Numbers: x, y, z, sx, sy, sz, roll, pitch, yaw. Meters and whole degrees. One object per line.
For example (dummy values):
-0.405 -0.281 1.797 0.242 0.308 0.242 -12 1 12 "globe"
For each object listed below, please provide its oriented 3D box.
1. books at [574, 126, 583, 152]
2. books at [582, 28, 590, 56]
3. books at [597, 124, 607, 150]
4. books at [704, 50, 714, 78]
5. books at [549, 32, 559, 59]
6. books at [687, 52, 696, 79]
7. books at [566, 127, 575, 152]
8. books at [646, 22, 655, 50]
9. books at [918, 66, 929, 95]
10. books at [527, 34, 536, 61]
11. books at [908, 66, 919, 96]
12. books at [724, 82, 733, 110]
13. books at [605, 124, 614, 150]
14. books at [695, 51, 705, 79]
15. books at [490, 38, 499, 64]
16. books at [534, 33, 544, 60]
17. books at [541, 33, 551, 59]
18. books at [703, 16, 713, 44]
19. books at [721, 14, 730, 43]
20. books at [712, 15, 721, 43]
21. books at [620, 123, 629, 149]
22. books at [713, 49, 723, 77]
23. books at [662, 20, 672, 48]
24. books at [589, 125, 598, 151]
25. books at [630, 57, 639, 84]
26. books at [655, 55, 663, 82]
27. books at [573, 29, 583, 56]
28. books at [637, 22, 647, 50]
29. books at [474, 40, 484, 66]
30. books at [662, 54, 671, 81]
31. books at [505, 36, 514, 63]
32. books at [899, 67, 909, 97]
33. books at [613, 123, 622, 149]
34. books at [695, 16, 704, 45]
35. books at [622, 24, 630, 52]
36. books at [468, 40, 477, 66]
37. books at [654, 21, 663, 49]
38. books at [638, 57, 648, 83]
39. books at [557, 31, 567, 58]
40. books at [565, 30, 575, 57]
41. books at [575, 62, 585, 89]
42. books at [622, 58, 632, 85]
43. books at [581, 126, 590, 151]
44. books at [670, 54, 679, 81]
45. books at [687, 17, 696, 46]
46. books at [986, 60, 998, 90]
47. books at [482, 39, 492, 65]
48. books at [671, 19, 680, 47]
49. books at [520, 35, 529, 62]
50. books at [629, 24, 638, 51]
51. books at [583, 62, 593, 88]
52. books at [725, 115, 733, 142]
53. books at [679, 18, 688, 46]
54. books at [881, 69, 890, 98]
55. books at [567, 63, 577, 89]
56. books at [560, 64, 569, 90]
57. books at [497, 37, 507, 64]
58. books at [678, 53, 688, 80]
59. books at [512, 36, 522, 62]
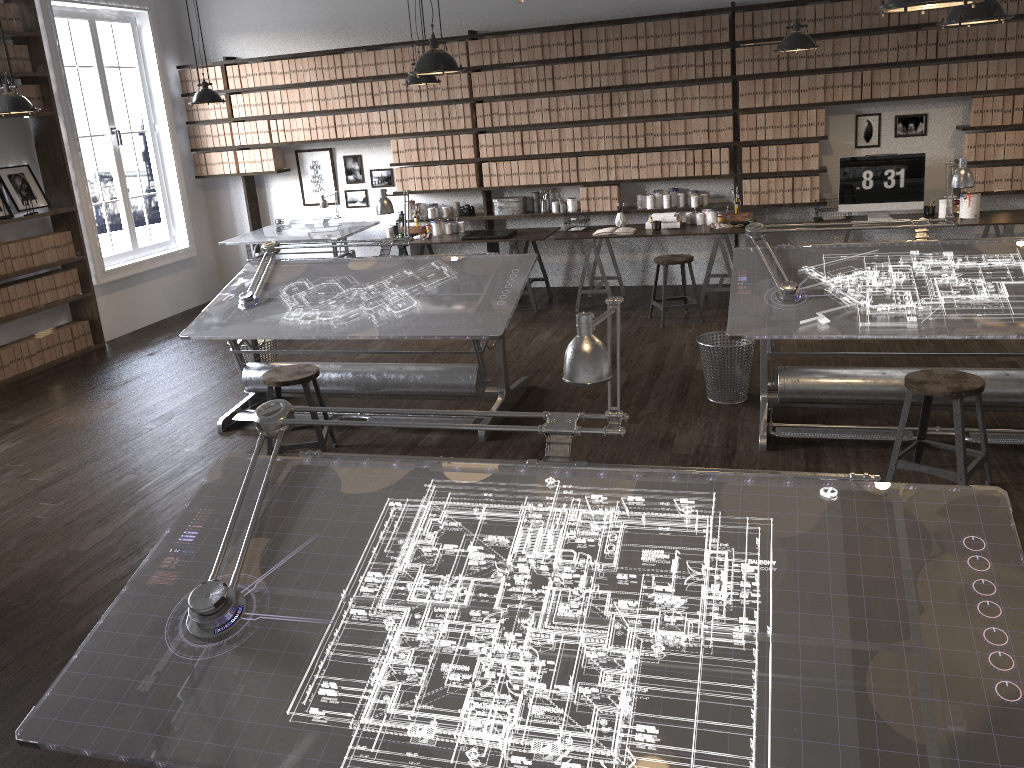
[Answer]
0.617 -2.226 8.061 0.067 0.223 0.177 0 17 17 "books"
0.671 -3.013 7.815 0.067 0.222 0.177 0 17 17 "books"
0.819 -2.224 8.002 0.067 0.223 0.177 0 17 17 "books"
1.688 -2.733 7.579 0.067 0.223 0.177 0 17 17 "books"
0.392 -3.017 7.899 0.067 0.223 0.177 0 17 17 "books"
1.549 -2.736 7.622 0.067 0.223 0.177 0 17 17 "books"
0.549 -2.228 8.084 0.067 0.222 0.177 0 17 17 "books"
1.206 -3.004 7.649 0.067 0.223 0.177 0 17 17 "books"
3.320 -2.455 7.163 0.067 0.222 0.177 0 17 17 "books"
0.195 -3.019 7.957 0.067 0.222 0.177 0 17 17 "books"
3.249 -2.456 7.185 0.067 0.222 0.177 0 17 17 "books"
1.861 -2.471 7.608 0.067 0.222 0.177 0 17 17 "books"
0.887 -2.222 7.978 0.067 0.222 0.177 0 17 17 "books"
1.618 -2.736 7.606 0.067 0.222 0.177 0 17 17 "books"
-0.135 -3.024 8.056 0.067 0.223 0.177 0 17 17 "books"
0.258 -3.017 7.934 0.067 0.223 0.177 0 17 17 "books"
0.324 -3.018 7.919 0.067 0.222 0.177 0 17 17 "books"
1.665 -2.998 7.512 0.067 0.222 0.177 0 17 17 "books"
1.800 -2.994 7.467 0.067 0.223 0.177 0 17 17 "books"
1.733 -2.997 7.491 0.067 0.223 0.177 0 17 17 "books"
1.018 -2.221 7.942 0.067 0.222 0.177 0 17 17 "books"
1.761 -2.734 7.562 0.067 0.222 0.177 0 17 17 "books"
1.340 -3.002 7.610 0.067 0.222 0.177 0 17 17 "books"
0.753 -2.226 8.026 0.067 0.223 0.177 0 17 17 "books"
1.089 -2.743 7.765 0.067 0.222 0.177 0 17 17 "books"
1.286 -2.740 7.705 0.067 0.222 0.177 0 17 17 "books"
0.598 -3.012 7.831 0.067 0.223 0.177 0 17 17 "books"
1.136 -3.004 7.667 0.067 0.222 0.177 0 17 17 "books"
-0.275 -3.025 8.095 0.067 0.223 0.177 0 17 17 "books"
1.348 -2.738 7.681 0.067 0.223 0.177 0 17 17 "books"
-0.001 -3.023 8.017 0.067 0.222 0.177 0 17 17 "books"
3.183 -2.458 7.207 0.067 0.223 0.177 0 17 17 "books"
0.957 -2.220 7.957 0.067 0.223 0.177 0 17 17 "books"
1.599 -2.997 7.526 0.067 0.223 0.177 0 17 17 "books"
1.007 -3.007 7.710 0.067 0.222 0.177 0 17 17 "books"
-0.334 -3.027 8.117 0.067 0.222 0.177 0 17 17 "books"
1.274 -3.004 7.632 0.067 0.223 0.177 0 17 17 "books"
1.155 -2.741 7.741 0.067 0.223 0.177 0 17 17 "books"
0.459 -3.015 7.874 0.067 0.223 0.177 0 17 17 "books"
0.528 -3.015 7.858 0.067 0.222 0.177 0 17 17 "books"
0.620 -2.749 7.902 0.067 0.222 0.177 0 17 17 "books"
1.023 -2.745 7.787 0.067 0.223 0.177 0 17 17 "books"
0.686 -2.226 8.044 0.067 0.222 0.177 0 17 17 "books"
1.414 -2.739 7.667 0.067 0.222 0.177 0 17 17 "books"
1.537 -2.999 7.550 0.067 0.222 0.177 0 17 17 "books"
3.789 -2.448 7.019 0.067 0.222 0.177 0 17 17 "books"
-0.206 -3.024 8.074 0.067 0.222 0.177 0 17 17 "books"
1.406 -3.000 7.586 0.067 0.223 0.177 0 17 17 "books"
0.135 -3.020 7.974 0.067 0.222 0.177 0 17 17 "books"
1.066 -3.005 7.688 0.067 0.223 0.177 0 17 17 "books"
0.690 -2.749 7.884 0.067 0.223 0.177 0 17 17 "books"
1.884 -2.207 7.675 0.067 0.223 0.177 0 17 17 "books"
1.476 -3.000 7.567 0.067 0.222 0.177 0 17 17 "books"
3.045 -2.458 7.242 0.067 0.222 0.177 0 17 17 "books"
0.551 -2.750 7.923 0.067 0.223 0.177 0 17 17 "books"
0.492 -2.752 7.945 0.067 0.222 0.177 0 17 17 "books"
-0.068 -3.024 8.039 0.067 0.223 0.177 0 17 17 "books"
1.482 -2.738 7.646 0.067 0.223 0.177 0 17 17 "books"
0.065 -3.020 7.993 0.067 0.223 0.177 0 17 17 "books"
